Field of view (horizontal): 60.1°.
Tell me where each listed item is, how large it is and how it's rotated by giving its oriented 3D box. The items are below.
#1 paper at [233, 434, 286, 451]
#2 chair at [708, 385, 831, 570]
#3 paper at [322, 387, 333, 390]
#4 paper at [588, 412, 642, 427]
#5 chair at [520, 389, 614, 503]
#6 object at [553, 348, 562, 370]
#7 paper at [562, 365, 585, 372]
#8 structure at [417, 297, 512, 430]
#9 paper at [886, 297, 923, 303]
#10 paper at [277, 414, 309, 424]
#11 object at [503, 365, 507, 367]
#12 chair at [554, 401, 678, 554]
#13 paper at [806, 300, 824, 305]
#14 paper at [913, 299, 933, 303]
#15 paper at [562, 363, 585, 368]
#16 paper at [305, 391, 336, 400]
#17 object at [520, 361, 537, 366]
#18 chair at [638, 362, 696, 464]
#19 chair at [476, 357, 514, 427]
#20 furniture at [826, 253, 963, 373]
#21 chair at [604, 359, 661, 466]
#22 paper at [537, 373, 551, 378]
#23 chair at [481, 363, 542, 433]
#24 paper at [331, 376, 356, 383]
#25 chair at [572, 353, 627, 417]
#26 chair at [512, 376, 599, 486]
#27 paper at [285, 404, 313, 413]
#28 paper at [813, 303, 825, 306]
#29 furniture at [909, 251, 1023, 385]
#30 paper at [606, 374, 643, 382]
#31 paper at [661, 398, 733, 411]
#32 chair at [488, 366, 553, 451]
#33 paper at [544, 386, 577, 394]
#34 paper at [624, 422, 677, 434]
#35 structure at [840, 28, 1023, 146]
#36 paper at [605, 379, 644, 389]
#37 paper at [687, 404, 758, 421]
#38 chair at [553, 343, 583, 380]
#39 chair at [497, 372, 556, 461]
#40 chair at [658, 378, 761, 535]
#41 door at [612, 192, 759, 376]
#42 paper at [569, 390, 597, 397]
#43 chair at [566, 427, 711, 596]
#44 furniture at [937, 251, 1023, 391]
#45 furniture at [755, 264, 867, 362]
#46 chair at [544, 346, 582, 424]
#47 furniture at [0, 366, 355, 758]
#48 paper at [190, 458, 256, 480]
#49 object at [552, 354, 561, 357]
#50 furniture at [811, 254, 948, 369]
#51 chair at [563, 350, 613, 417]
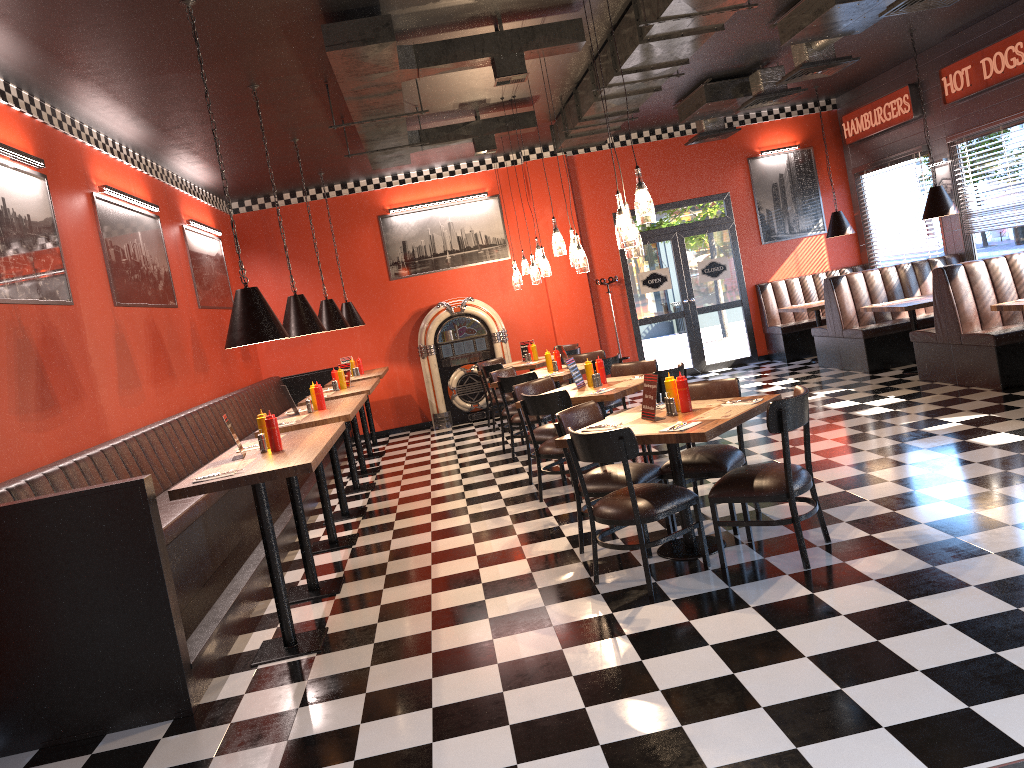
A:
[{"bbox_3d":[-1.612,0.373,5.678,0.261,0.001,0.366,-11,5,-2],"label":"paper"},{"bbox_3d":[1.364,0.485,4.709,0.543,0.865,0.489,-8,4,35],"label":"chair"},{"bbox_3d":[-2.036,0.045,9.928,0.261,0.001,0.366,-11,5,-2],"label":"paper"},{"bbox_3d":[0.658,0.211,5.328,0.260,0.001,0.367,-6,7,40],"label":"paper"},{"bbox_3d":[0.421,0.449,6.928,0.485,0.865,0.547,-7,5,43],"label":"chair"},{"bbox_3d":[0.483,-0.271,9.433,0.068,0.237,0.068,-11,3,1],"label":"object"},{"bbox_3d":[0.710,-0.169,9.182,0.260,0.001,0.367,-6,7,39],"label":"paper"},{"bbox_3d":[-0.655,-0.351,12.604,1.295,1.764,0.501,-11,3,-5],"label":"structure"},{"bbox_3d":[4.456,-0.953,10.036,0.365,0.001,0.262,-11,5,-3],"label":"paper"},{"bbox_3d":[-1.738,0.281,6.881,0.261,0.001,0.366,-11,5,-2],"label":"paper"},{"bbox_3d":[-0.170,-0.225,11.395,0.254,0.019,0.158,-6,7,43],"label":"object"},{"bbox_3d":[0.613,0.554,5.453,0.543,0.865,0.489,-8,4,35],"label":"chair"},{"bbox_3d":[4.228,-1.139,12.413,0.365,0.001,0.261,-11,5,-5],"label":"paper"},{"bbox_3d":[4.456,-0.891,9.389,0.365,0.001,0.262,-11,5,-3],"label":"paper"},{"bbox_3d":[0.649,-0.200,9.625,0.364,0.001,0.262,-6,7,39],"label":"paper"},{"bbox_3d":[-1.949,0.116,9.012,0.261,0.001,0.366,-11,5,-2],"label":"paper"},{"bbox_3d":[0.230,-0.261,10.987,0.157,0.019,0.256,-6,7,44],"label":"object"},{"bbox_3d":[1.157,0.305,6.986,0.543,0.865,0.489,-8,4,37],"label":"chair"},{"bbox_3d":[-0.110,0.094,11.656,0.489,0.865,0.543,-14,5,-40],"label":"chair"},{"bbox_3d":[4.825,-0.877,10.615,1.710,1.152,0.707,-11,4,-5],"label":"furniture"},{"bbox_3d":[1.047,0.258,7.692,0.485,0.865,0.547,-8,5,40],"label":"chair"},{"bbox_3d":[0.258,-0.079,9.127,0.364,0.001,0.262,-6,7,42],"label":"paper"},{"bbox_3d":[-0.040,0.139,11.054,0.547,0.865,0.485,-13,4,-30],"label":"chair"},{"bbox_3d":[-2.115,-0.057,11.140,0.261,0.001,0.366,-11,5,-2],"label":"paper"},{"bbox_3d":[0.894,0.162,8.989,0.543,0.865,0.489,-7,5,44],"label":"chair"},{"bbox_3d":[0.357,0.389,7.674,0.489,0.865,0.543,-14,5,-40],"label":"chair"},{"bbox_3d":[-1.850,0.210,7.841,0.261,0.001,0.366,-11,5,-2],"label":"paper"},{"bbox_3d":[4.185,-1.070,11.777,0.366,0.001,0.261,-11,5,-8],"label":"paper"},{"bbox_3d":[4.980,-0.746,8.940,1.710,1.152,0.707,-11,4,-5],"label":"furniture"},{"bbox_3d":[0.894,-0.042,7.508,0.364,0.001,0.262,-6,7,39],"label":"paper"},{"bbox_3d":[1.116,0.124,5.345,0.364,0.001,0.262,-6,7,40],"label":"paper"},{"bbox_3d":[0.094,0.246,9.678,0.543,0.865,0.489,-8,4,33],"label":"chair"},{"bbox_3d":[0.430,0.051,7.441,0.260,0.001,0.367,-6,7,41],"label":"paper"},{"bbox_3d":[0.715,0.246,4.854,0.364,0.001,0.262,-6,7,43],"label":"paper"},{"bbox_3d":[5.415,-3.278,7.421,0.120,0.437,11.288,-11,5,-4],"label":"structure"},{"bbox_3d":[0.927,-0.004,7.044,0.260,0.001,0.367,-6,7,38],"label":"paper"},{"bbox_3d":[1.168,0.157,4.900,0.260,0.001,0.367,-6,7,40],"label":"paper"},{"bbox_3d":[0.685,-0.069,11.809,0.547,0.865,0.485,-14,5,-40],"label":"chair"},{"bbox_3d":[0.205,0.293,8.972,0.485,0.865,0.547,-8,4,35],"label":"chair"},{"bbox_3d":[1.205,0.437,5.518,0.485,0.865,0.547,-8,4,35],"label":"chair"},{"bbox_3d":[2.587,-1.423,13.144,1.801,2.566,0.128,-11,3,-5],"label":"door"},{"bbox_3d":[0.492,0.083,6.982,0.364,0.001,0.262,-6,7,39],"label":"paper"},{"bbox_3d":[0.649,0.615,4.749,0.547,0.865,0.485,-13,4,-38],"label":"chair"},{"bbox_3d":[5.045,-0.690,8.238,1.710,1.152,0.707,-11,4,-5],"label":"furniture"},{"bbox_3d":[4.604,-1.064,12.992,1.710,1.152,0.707,-11,4,-5],"label":"furniture"},{"bbox_3d":[0.652,0.006,11.084,0.543,0.865,0.489,-9,4,27],"label":"chair"},{"bbox_3d":[-2.503,0.718,8.343,1.105,1.146,8.777,-11,5,-4],"label":"furniture"},{"bbox_3d":[-1.531,0.450,4.722,0.261,0.001,0.366,-11,5,-2],"label":"paper"},{"bbox_3d":[0.619,-0.371,11.375,0.254,0.019,0.158,-6,7,41],"label":"object"},{"bbox_3d":[4.760,-0.933,11.317,1.710,1.152,0.707,-11,4,-5],"label":"furniture"},{"bbox_3d":[0.830,0.102,9.736,0.485,0.865,0.547,-9,4,18],"label":"chair"}]
